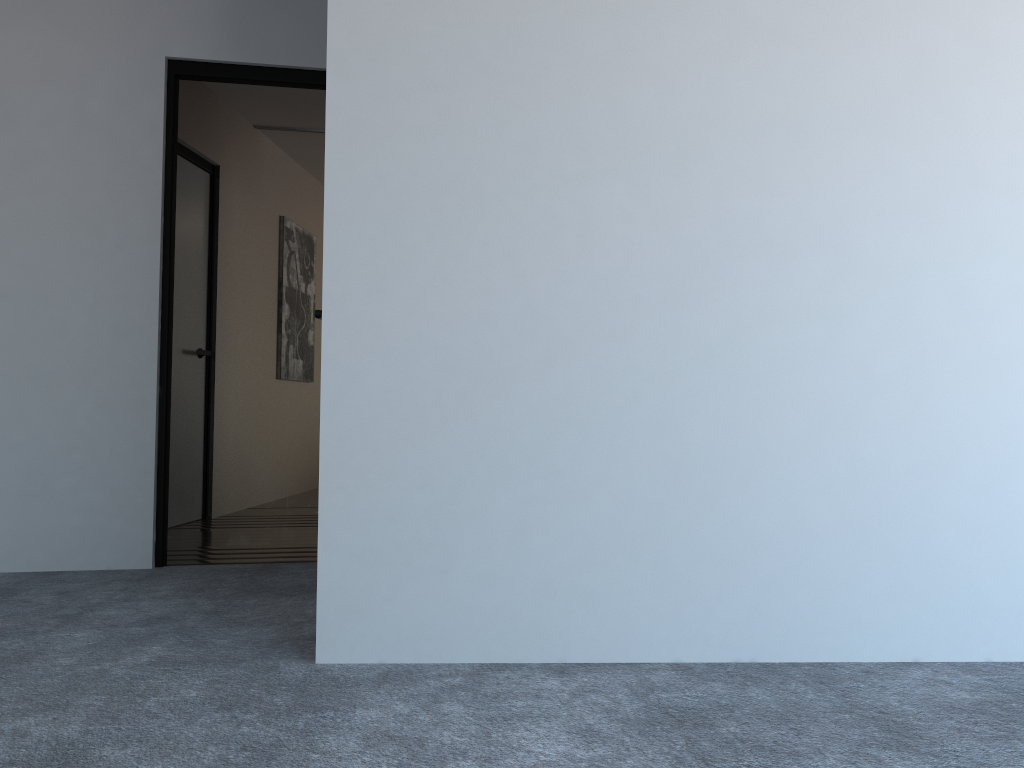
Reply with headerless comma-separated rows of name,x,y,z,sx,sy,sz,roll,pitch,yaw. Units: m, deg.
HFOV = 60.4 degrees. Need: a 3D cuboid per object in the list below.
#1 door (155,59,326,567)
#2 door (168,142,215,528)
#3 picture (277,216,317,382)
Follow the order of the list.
door,-0.904,-0.308,3.288,1.018,2.094,0.961,1,-2,-8
door,-1.862,-0.272,4.700,0.153,2.094,1.004,0,-2,5
picture,-1.613,-0.606,6.626,0.029,1.166,0.754,0,-2,5
